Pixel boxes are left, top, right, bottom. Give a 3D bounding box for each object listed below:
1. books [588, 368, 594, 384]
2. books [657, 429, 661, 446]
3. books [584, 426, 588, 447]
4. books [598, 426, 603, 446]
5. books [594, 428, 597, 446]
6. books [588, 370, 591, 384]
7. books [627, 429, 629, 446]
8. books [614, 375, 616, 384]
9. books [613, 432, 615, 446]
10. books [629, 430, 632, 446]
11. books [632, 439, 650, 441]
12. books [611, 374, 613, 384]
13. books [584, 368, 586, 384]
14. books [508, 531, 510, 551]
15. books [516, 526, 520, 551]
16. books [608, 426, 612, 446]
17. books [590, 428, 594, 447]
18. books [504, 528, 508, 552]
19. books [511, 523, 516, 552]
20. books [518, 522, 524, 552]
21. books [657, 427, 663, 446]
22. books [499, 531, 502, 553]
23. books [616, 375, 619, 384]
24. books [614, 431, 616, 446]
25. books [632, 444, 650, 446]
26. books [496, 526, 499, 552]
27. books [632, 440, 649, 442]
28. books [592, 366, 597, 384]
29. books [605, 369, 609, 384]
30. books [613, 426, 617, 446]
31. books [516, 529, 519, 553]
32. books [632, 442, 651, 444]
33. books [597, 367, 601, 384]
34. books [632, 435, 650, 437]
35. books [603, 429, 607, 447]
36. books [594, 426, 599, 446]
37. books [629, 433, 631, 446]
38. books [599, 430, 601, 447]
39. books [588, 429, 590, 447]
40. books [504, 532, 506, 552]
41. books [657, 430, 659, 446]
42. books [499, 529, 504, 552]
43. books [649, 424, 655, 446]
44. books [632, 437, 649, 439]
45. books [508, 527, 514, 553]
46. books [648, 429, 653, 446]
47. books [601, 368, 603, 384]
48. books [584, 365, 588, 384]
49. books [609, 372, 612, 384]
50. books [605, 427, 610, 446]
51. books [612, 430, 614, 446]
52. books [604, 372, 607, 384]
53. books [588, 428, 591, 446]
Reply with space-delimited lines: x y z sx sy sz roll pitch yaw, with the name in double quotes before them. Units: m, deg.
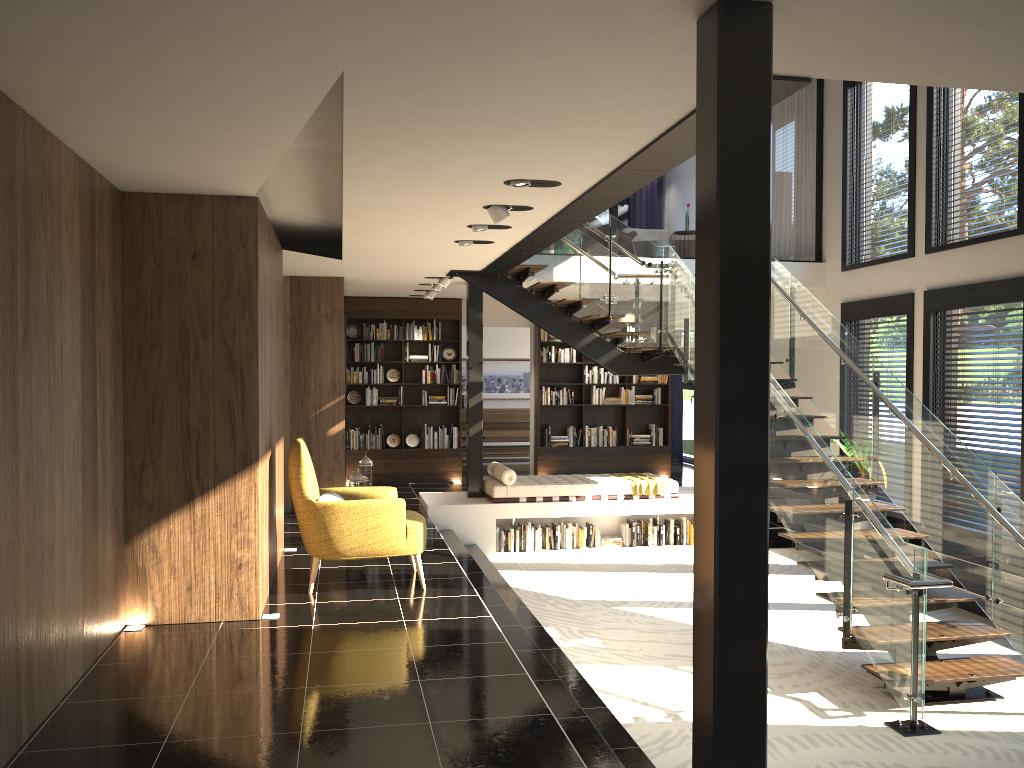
"books" 1.192 -0.121 13.394 0.027 0.228 0.208 0 1 -11
"books" 2.240 0.815 13.610 0.023 0.254 0.191 0 1 -11
"books" 1.114 0.786 13.381 0.035 0.312 0.160 0 1 -11
"books" 1.337 0.790 13.443 0.032 0.306 0.155 0 1 -11
"books" 1.249 0.802 13.432 0.031 0.280 0.141 0 1 -11
"books" 1.165 -0.106 13.398 0.024 0.198 0.174 0 1 -11
"books" 1.744 0.810 13.529 0.024 0.264 0.174 0 1 -11
"books" 1.547 -0.117 13.485 0.024 0.220 0.148 0 1 -11
"books" 1.528 0.832 13.484 0.026 0.221 0.145 0 1 -11
"books" 1.798 0.824 13.517 0.026 0.238 0.159 0 1 -11
"books" 1.956 0.849 13.563 0.263 0.024 0.167 0 1 -16
"books" 1.495 -0.101 13.468 0.024 0.187 0.148 0 1 -11
"books" 1.078 -0.121 13.396 0.030 0.228 0.176 0 1 -11
"books" -0.045 1.832 10.353 0.020 0.225 0.156 0 1 -11
"books" 0.068 1.805 10.367 0.028 0.279 0.120 0 1 -11
"books" 1.477 0.795 13.466 0.025 0.294 0.177 0 1 -11
"books" 1.199 0.805 13.400 0.030 0.276 0.160 0 1 -11
"books" -0.071 1.816 10.354 0.030 0.256 0.145 0 1 -11
"books" 0.013 1.787 10.360 0.029 0.314 0.163 0 1 -11
"books" 0.102 1.784 10.344 0.030 0.322 0.202 0 1 -11
"books" 2.265 0.805 13.607 0.025 0.274 0.204 0 1 -11
"books" -0.147 1.830 10.305 0.024 0.229 0.171 0 1 -11
"books" 1.581 -0.117 13.493 0.046 0.219 0.145 0 1 -11
"books" 1.553 0.829 13.488 0.026 0.227 0.129 0 1 -11
"books" 1.954 0.929 13.575 0.273 0.025 0.156 0 1 -13
"books" -0.173 1.802 10.314 0.024 0.286 0.130 0 1 -11
"books" 1.953 0.873 13.576 0.250 0.026 0.148 0 1 -14
"books" 1.244 -0.136 13.407 0.028 0.258 0.208 0 1 -11
"books" 1.442 -0.140 13.453 0.032 0.265 0.149 0 1 -11
"books" 1.575 0.789 13.502 0.022 0.307 0.131 0 1 -11
"books" 0.048 1.818 10.330 0.027 0.254 0.204 0 1 -11
"books" 1.955 0.902 13.566 0.286 0.030 0.176 0 1 -12
"books" 1.317 -0.129 13.426 0.030 0.244 0.142 0 1 -11
"books" 1.956 0.796 13.558 0.288 0.030 0.175 0 1 -7
"books" 1.393 0.815 13.448 0.034 0.255 0.194 0 1 -11
"books" 1.280 0.793 13.437 0.032 0.298 0.169 0 1 -11
"books" 1.771 0.843 13.521 0.025 0.199 0.149 0 1 -11
"books" 1.313 0.815 13.419 0.025 0.255 0.202 0 1 -11
"books" 1.144 0.811 13.398 0.030 0.262 0.173 0 1 -11
"books" -0.099 1.839 10.346 0.029 0.211 0.130 0 1 -11
"books" 2.217 0.825 13.614 0.022 0.234 0.178 0 1 -11
"books" -0.122 1.824 10.313 0.027 0.241 0.150 0 1 -11
"books" 2.144 0.779 13.590 0.030 0.326 0.195 0 1 -11
"books" 1.954 0.824 13.573 0.251 0.026 0.148 0 1 -15
"books" -0.013 1.808 10.328 0.035 0.273 0.200 0 1 -11
"books" 2.117 0.819 13.584 0.026 0.247 0.149 0 1 -11
"books" 1.348 -0.123 13.420 0.028 0.231 0.167 0 1 -11
"books" 1.109 -0.143 13.399 0.031 0.272 0.158 0 1 -11
"books" 1.473 -0.097 13.453 0.027 0.179 0.164 0 1 -11
"books" 1.452 0.802 13.455 0.028 0.280 0.154 0 1 -11
"books" 1.505 0.818 13.459 0.028 0.250 0.162 0 1 -11
"books" 1.401 -0.093 13.455 0.047 0.171 0.167 0 1 -11
"books" 1.167 0.805 13.421 0.025 0.274 0.150 0 1 -11
